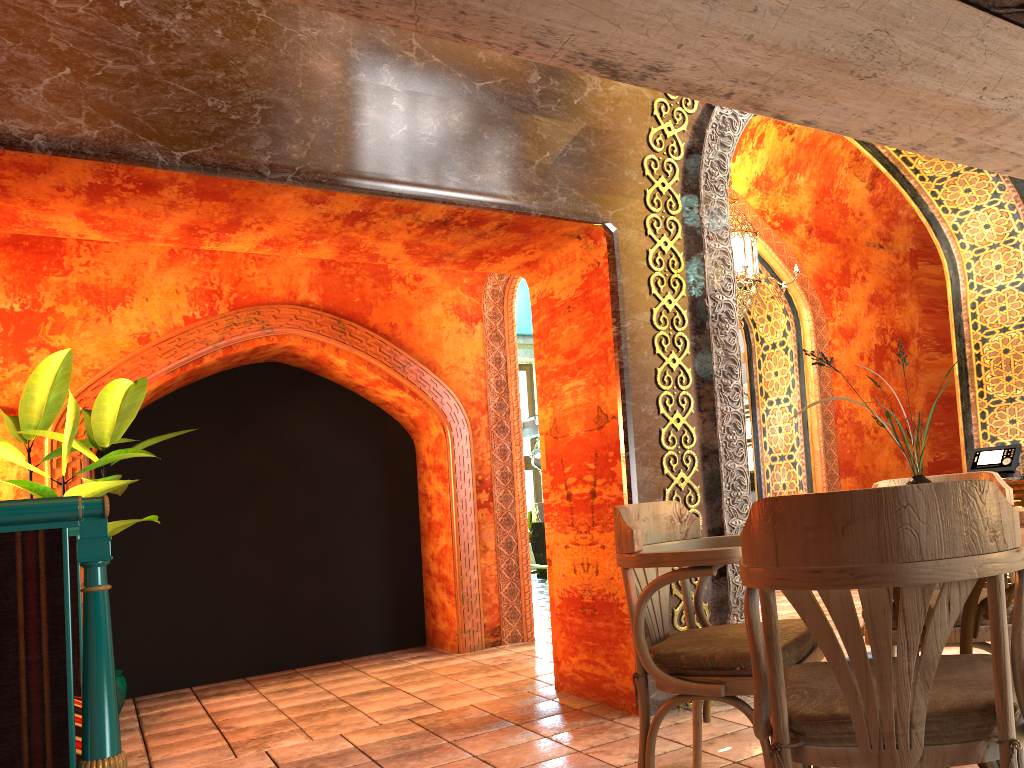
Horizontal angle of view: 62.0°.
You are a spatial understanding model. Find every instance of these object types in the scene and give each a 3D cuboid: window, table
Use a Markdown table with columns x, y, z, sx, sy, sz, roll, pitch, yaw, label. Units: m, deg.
| x | y | z | sx | sy | sz | roll | pitch | yaw | label |
| --- | --- | --- | --- | --- | --- | --- | --- | --- | --- |
| -0.212 | 1.302 | 15.895 | 1.704 | 3.408 | 0.079 | -2 | -4 | -32 | window |
| 1.433 | 1.012 | 2.841 | 0.918 | 0.945 | 1.085 | -7 | -6 | 26 | table |

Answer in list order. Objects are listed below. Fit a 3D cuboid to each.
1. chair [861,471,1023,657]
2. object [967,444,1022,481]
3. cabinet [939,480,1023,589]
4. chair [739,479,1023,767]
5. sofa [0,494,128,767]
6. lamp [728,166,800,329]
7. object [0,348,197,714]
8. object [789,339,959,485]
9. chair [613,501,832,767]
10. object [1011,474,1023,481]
| x | y | z | sx | sy | sz | roll | pitch | yaw | label |
| --- | --- | --- | --- | --- | --- | --- | --- | --- | --- |
| 1.836 | 0.978 | 3.601 | 0.733 | 1.175 | 0.744 | -6 | -5 | 19 | chair |
| 4.349 | 0.722 | 7.686 | 0.282 | 0.316 | 0.408 | 0 | -8 | -39 | object |
| 4.312 | 1.419 | 7.702 | 0.548 | 1.049 | 1.348 | -2 | -7 | -27 | cabinet |
| 0.963 | 0.844 | 2.139 | 0.733 | 1.175 | 0.744 | -6 | -5 | 19 | chair |
| -2.069 | 1.161 | 2.937 | 1.298 | 1.364 | 2.241 | -2 | -7 | -28 | sofa |
| 2.118 | -1.701 | 8.240 | 1.431 | 2.357 | 1.010 | -2 | -5 | -30 | lamp |
| -2.832 | 1.066 | 5.568 | 1.223 | 2.414 | 1.186 | -4 | -4 | -5 | object |
| 1.207 | 0.192 | 2.776 | 0.699 | 0.713 | 0.233 | -3 | -4 | -18 | object |
| 0.758 | 1.004 | 3.114 | 0.642 | 1.175 | 0.847 | -7 | -5 | 25 | chair |
| 4.525 | 0.787 | 7.304 | 0.429 | 0.086 | 0.305 | -3 | -8 | -15 | object |
